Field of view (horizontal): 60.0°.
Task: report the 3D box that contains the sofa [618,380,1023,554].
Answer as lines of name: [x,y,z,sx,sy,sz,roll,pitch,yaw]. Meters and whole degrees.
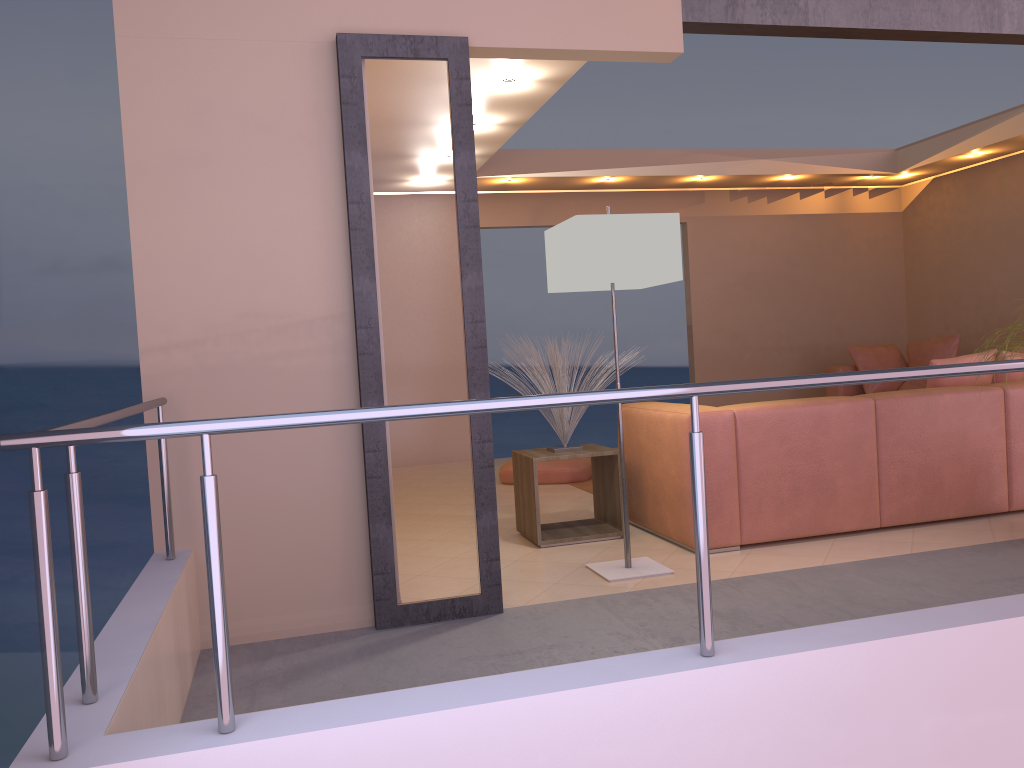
sofa: [2.030,0.352,4.835,2.781,0.672,0.943,-4,2,-15]

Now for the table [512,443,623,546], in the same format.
table: [0.290,0.565,4.650,0.469,0.436,0.415,-4,2,-15]

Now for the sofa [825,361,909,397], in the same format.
sofa: [3.764,0.159,7.218,0.943,0.672,2.781,-4,2,-15]

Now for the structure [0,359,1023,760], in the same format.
structure: [0.998,0.194,2.763,4.176,0.541,1.663,-4,2,-15]

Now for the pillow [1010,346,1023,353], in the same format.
pillow: [3.012,0.012,5.117,0.314,0.455,0.519,-4,2,-18]

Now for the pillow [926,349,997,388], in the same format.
pillow: [2.392,0.058,4.767,0.470,0.468,0.211,-4,2,-19]

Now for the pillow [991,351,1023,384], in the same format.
pillow: [2.772,0.030,4.861,0.492,0.446,0.255,-5,2,-31]

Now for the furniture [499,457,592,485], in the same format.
furniture: [0.282,0.640,6.796,0.699,0.226,0.659,-3,2,15]

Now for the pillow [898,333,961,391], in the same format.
pillow: [3.717,-0.171,7.882,0.302,0.528,0.582,-5,2,-31]

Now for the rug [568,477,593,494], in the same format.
rug: [1.736,0.641,6.550,2.626,0.005,1.833,-4,2,-15]

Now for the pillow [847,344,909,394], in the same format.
pillow: [3.440,-0.125,8.208,0.554,0.486,0.335,-4,2,-18]

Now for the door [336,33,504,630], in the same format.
door: [-0.335,-0.192,3.286,0.480,2.160,0.056,-4,2,-15]

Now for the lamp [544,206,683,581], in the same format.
lamp: [0.462,0.021,3.854,0.454,1.578,0.454,-4,2,-15]

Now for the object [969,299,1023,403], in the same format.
object: [2.394,0.157,3.846,0.729,1.088,0.703,-1,3,44]

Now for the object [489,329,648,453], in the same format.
object: [0.277,0.033,4.547,0.703,0.634,0.700,-2,2,32]
